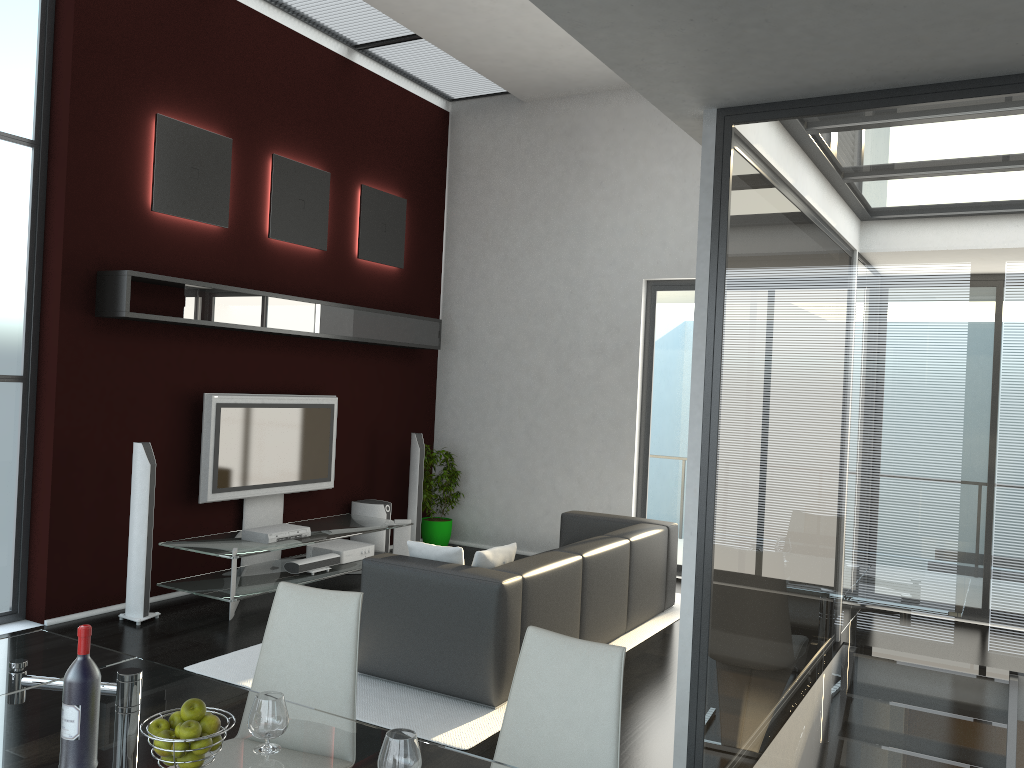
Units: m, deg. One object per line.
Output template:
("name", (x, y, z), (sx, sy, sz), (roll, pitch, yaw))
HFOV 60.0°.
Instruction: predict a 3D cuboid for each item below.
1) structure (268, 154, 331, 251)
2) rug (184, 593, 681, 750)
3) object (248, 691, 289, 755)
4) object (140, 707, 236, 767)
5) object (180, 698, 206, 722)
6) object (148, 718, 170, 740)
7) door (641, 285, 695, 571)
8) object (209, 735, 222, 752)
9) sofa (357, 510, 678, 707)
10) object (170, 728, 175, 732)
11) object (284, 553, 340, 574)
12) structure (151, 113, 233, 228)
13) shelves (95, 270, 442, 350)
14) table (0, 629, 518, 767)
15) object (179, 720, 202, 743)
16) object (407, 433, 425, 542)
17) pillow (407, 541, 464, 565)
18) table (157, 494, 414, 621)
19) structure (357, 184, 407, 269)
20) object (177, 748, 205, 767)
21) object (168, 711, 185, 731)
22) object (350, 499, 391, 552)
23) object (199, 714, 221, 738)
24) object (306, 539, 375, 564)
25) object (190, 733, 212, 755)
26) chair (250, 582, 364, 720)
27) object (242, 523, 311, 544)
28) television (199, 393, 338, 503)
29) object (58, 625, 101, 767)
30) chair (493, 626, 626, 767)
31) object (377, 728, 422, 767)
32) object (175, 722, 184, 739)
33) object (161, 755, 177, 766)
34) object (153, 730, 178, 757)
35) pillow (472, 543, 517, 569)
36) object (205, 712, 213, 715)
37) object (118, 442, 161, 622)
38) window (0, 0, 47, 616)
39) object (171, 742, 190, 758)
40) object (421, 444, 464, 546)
("structure", (-1.779, -1.501, 7.408), (0.055, 0.676, 0.678), (3, 0, 30))
("rug", (-0.109, 1.660, 6.054), (1.875, 0.009, 3.695), (3, 0, 30))
("object", (-0.595, 0.827, 2.167), (0.098, 0.132, 0.098), (3, 0, -41))
("object", (-0.743, 0.828, 2.031), (0.206, 0.105, 0.206), (3, 0, -15))
("object", (-0.731, 0.750, 2.034), (0.055, 0.056, 0.055), (3, 0, 30))
("object", (-0.805, 0.789, 2.023), (0.047, 0.048, 0.047), (3, 0, -8))
("door", (2.080, 0.420, 7.820), (1.900, 2.600, 0.050), (3, 0, 30))
("object", (-0.695, 0.829, 2.055), (0.045, 0.042, 0.045), (3, 0, 24))
("sofa", (0.210, 1.332, 5.896), (0.943, 0.652, 2.781), (3, 0, 30))
("object", (-0.771, 0.812, 2.074), (0.054, 0.055, 0.053), (3, 0, -6))
("object", (-1.544, 1.395, 6.895), (0.182, 0.090, 0.470), (3, 0, 30))
("structure", (-2.326, -1.529, 6.445), (0.055, 0.676, 0.678), (3, 0, 30))
("shelves", (-2.559, -0.585, 5.854), (0.305, 0.301, 6.988), (3, 0, 30))
("table", (-0.691, 1.254, 1.983), (2.720, 0.731, 0.940), (3, 0, 30))
("object", (-0.717, 0.774, 1.975), (0.047, 0.045, 0.047), (3, 0, 30))
("object", (-0.912, 1.036, 8.355), (0.215, 1.141, 0.228), (3, 0, 45))
("pillow", (-0.415, 1.078, 5.050), (0.376, 0.358, 0.186), (3, 0, 31))
("table", (-1.686, 1.045, 6.986), (0.771, 1.093, 2.046), (3, 0, 30))
("structure", (-1.232, -1.473, 8.371), (0.055, 0.676, 0.678), (3, 0, 30))
("object", (-0.726, 0.846, 2.007), (0.061, 0.056, 0.059), (3, 0, -15))
("object", (-0.770, 0.778, 2.049), (0.044, 0.043, 0.040), (3, 0, 44))
("object", (-1.271, 1.344, 8.132), (0.323, 0.518, 0.286), (3, 0, 30))
("object", (-0.695, 0.787, 2.036), (0.050, 0.054, 0.055), (3, 0, -1))
("object", (-1.440, 1.411, 7.481), (0.412, 0.106, 0.449), (3, 0, 30))
("object", (-0.698, 0.809, 1.992), (0.047, 0.045, 0.047), (3, 0, 34))
("chair", (-0.743, 1.141, 2.646), (0.471, 0.959, 0.612), (3, 0, 20))
("object", (-1.764, 1.121, 6.653), (0.273, 0.073, 0.439), (3, 0, 30))
("television", (-1.907, 0.488, 7.100), (0.099, 0.807, 1.436), (3, 0, 30))
("object", (-0.974, 0.711, 2.008), (0.082, 0.326, 0.082), (3, 0, -40))
("chair", (-0.003, 1.175, 2.241), (0.471, 0.959, 0.612), (3, 0, 35))
("object", (-0.249, 0.842, 1.969), (0.098, 0.132, 0.098), (3, 0, -41))
("object", (-0.742, 0.785, 2.005), (0.040, 0.038, 0.040), (3, 0, 1))
("object", (-0.777, 0.849, 2.031), (0.048, 0.048, 0.048), (3, 0, 41))
("object", (-0.775, 0.807, 1.992), (0.058, 0.058, 0.058), (3, 0, -4))
("pillow", (-0.132, 1.090, 5.003), (0.169, 0.361, 0.376), (3, 0, 31))
("object", (-0.725, 0.799, 2.083), (0.054, 0.048, 0.055), (3, 0, 23))
("object", (-2.442, 0.958, 5.834), (0.215, 1.141, 0.228), (3, 0, 15))
("window", (-3.276, -0.740, 5.347), (0.025, 4.400, 0.800), (3, 0, 30))
("object", (-0.738, 0.810, 1.972), (0.039, 0.040, 0.040), (3, 0, 21))
("object", (-0.759, 1.105, 8.796), (0.507, 1.068, 0.599), (3, 0, 14))
